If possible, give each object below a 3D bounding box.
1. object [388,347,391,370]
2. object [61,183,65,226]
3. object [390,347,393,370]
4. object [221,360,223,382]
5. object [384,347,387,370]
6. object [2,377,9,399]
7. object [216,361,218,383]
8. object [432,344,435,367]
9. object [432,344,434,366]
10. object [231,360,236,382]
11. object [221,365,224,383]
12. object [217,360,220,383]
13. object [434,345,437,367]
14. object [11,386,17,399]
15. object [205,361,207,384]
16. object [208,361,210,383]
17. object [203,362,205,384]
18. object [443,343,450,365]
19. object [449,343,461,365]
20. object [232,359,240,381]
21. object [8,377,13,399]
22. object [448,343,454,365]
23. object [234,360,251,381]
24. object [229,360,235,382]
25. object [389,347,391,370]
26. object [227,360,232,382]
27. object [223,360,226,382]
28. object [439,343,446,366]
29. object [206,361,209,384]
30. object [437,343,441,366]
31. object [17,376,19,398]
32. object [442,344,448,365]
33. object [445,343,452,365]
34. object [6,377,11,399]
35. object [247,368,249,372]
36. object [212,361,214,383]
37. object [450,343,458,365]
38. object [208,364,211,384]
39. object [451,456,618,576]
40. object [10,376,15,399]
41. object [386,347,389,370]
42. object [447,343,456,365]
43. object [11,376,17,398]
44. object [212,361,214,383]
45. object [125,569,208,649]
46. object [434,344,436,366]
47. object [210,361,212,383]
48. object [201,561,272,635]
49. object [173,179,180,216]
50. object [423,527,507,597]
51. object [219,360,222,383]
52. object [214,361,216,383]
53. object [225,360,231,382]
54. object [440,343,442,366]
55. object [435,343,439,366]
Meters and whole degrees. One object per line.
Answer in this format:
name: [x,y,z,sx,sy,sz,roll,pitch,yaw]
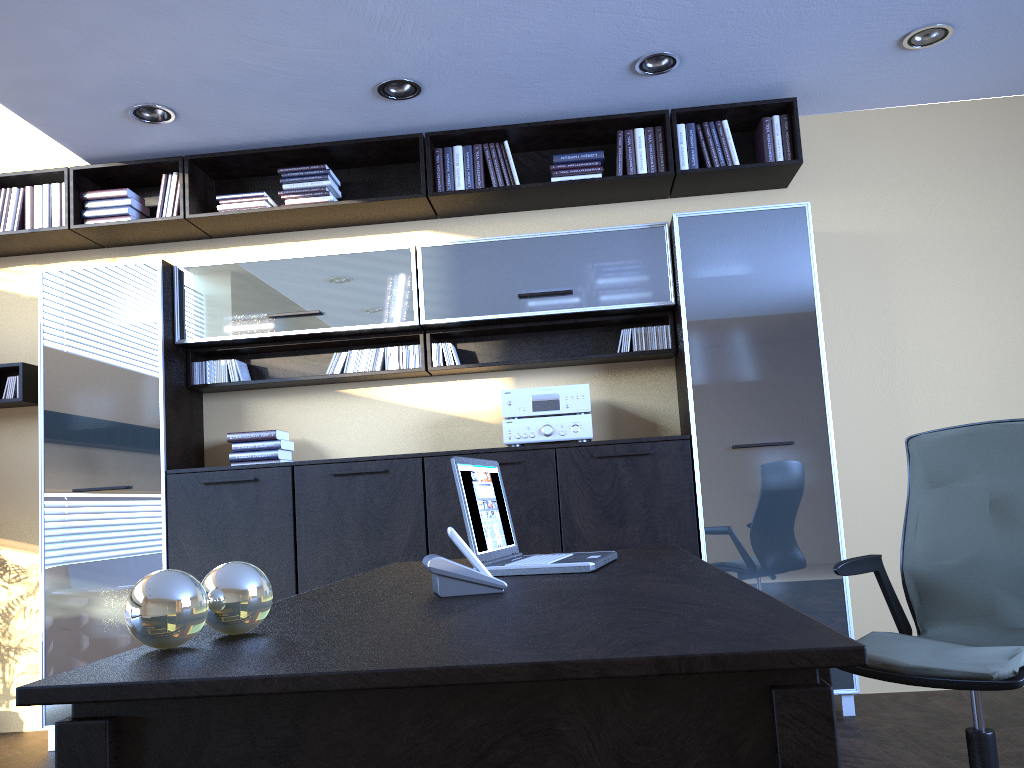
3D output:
object: [-0.631,-0.123,4.690,0.009,0.120,0.142,-4,-7,4]
object: [-2.382,-0.940,4.841,0.050,0.257,0.208,-4,-7,4]
object: [-0.621,-0.123,4.695,0.009,0.120,0.142,-4,-7,4]
object: [-1.526,-0.058,4.754,0.006,0.118,0.140,-4,-7,4]
object: [-0.652,-0.122,4.689,0.009,0.120,0.142,-4,-7,4]
object: [-2.724,0.031,4.850,0.040,0.118,0.142,-4,-7,4]
object: [-1.556,-0.056,4.760,0.009,0.120,0.142,-4,-7,4]
object: [-0.403,-0.140,4.670,0.009,0.120,0.142,-4,-7,4]
object: [-0.403,-0.141,4.665,0.006,0.118,0.140,-4,-7,4]
object: [-1.464,-0.062,4.755,0.030,0.119,0.142,-4,-7,4]
object: [-1.526,-0.058,4.757,0.009,0.120,0.142,-4,-7,4]
object: [-1.546,-0.057,4.757,0.009,0.120,0.142,-4,-7,4]
object: [-0.393,-0.141,4.670,0.009,0.120,0.142,-4,-7,4]
object: [-2.677,0.027,4.847,0.030,0.123,0.142,-4,-7,4]
object: [-1.616,-0.051,4.763,0.009,0.120,0.142,-4,-7,4]
object: [-1.596,-0.053,4.760,0.006,0.118,0.140,-4,-7,5]
object: [-1.626,-0.051,4.764,0.006,0.118,0.140,-4,-7,4]
object: [-0.332,-0.145,4.664,0.030,0.119,0.142,-4,-7,4]
object: [-0.296,-0.146,4.666,0.040,0.118,0.142,-4,-7,4]
object: [-1.454,-0.063,4.747,0.030,0.119,0.142,-4,-7,4]
object: [-2.698,0.029,4.848,0.030,0.119,0.142,-4,-7,4]
object: [-0.311,-0.147,4.664,0.026,0.117,0.140,-4,-7,5]
object: [-1.439,-0.063,4.749,0.040,0.118,0.142,-4,-7,4]
object: [-1.475,-0.061,4.752,0.030,0.119,0.142,-4,-7,4]
object: [-0.631,-0.124,4.687,0.006,0.118,0.140,-4,-7,5]
object: [-1.485,-0.061,4.751,0.026,0.117,0.140,-4,-7,4]
object: [-1.516,-0.059,4.754,0.009,0.120,0.142,-4,-7,4]
object: [-0.363,-0.143,4.668,0.009,0.120,0.142,-4,-7,4]
object: [-1.606,-0.052,4.761,0.009,0.120,0.142,-4,-7,4]
object: [-0.373,-0.142,4.669,0.009,0.120,0.142,-4,-7,5]
object: [-2.657,0.025,4.845,0.009,0.120,0.142,-4,-7,4]
object: [-0.341,-0.144,4.668,0.026,0.117,0.140,-4,-7,4]
object: [-0.322,-0.146,4.664,0.030,0.119,0.142,-4,-7,4]
object: [-2.709,0.029,4.849,0.030,0.119,0.142,-4,-7,4]
object: [-1.438,-0.062,4.755,0.036,0.115,0.140,-4,-7,4]
object: [-1.576,-0.055,4.757,0.006,0.118,0.140,-4,-7,4]
object: [-0.296,-0.147,4.664,0.036,0.115,0.140,-4,-7,5]
object: [-1.596,-0.053,4.762,0.009,0.120,0.142,-4,-7,5]
object: [0.068,0.316,2.215,0.323,0.282,0.391,-5,-7,14]
object: [-2.688,0.028,4.848,0.030,0.119,0.142,-4,-7,4]
object: [-0.642,-0.123,4.686,0.009,0.120,0.142,-4,-7,4]
object: [-0.311,-0.146,4.667,0.030,0.119,0.142,-4,-7,4]
object: [-2.678,0.027,4.847,0.030,0.119,0.142,-4,-7,4]
object: [-1.576,-0.054,4.759,0.009,0.120,0.142,-4,-7,4]
object: [-0.465,0.303,1.194,0.105,0.105,0.105,-7,-8,23]
object: [-0.393,-0.141,4.667,0.006,0.118,0.140,-4,-7,4]
object: [-1.586,-0.054,4.758,0.006,0.118,0.140,-4,-7,5]
object: [-0.405,0.313,1.298,0.105,0.105,0.105,-7,-8,23]
object: [-1.761,-0.985,4.798,0.075,0.259,0.208,-4,-7,4]
object: [-0.095,0.337,1.708,0.146,0.126,0.130,-2,-7,-11]
object: [-1.536,-0.057,4.756,0.009,0.120,0.142,-4,-7,4]
object: [-1.566,-0.055,4.762,0.009,0.120,0.142,-4,-7,4]
object: [-1.506,-0.059,4.757,0.009,0.120,0.142,-4,-7,4]
object: [-0.362,-0.143,4.667,0.006,0.118,0.140,-4,-7,4]
object: [-0.383,-0.142,4.665,0.009,0.120,0.142,-4,-7,4]
